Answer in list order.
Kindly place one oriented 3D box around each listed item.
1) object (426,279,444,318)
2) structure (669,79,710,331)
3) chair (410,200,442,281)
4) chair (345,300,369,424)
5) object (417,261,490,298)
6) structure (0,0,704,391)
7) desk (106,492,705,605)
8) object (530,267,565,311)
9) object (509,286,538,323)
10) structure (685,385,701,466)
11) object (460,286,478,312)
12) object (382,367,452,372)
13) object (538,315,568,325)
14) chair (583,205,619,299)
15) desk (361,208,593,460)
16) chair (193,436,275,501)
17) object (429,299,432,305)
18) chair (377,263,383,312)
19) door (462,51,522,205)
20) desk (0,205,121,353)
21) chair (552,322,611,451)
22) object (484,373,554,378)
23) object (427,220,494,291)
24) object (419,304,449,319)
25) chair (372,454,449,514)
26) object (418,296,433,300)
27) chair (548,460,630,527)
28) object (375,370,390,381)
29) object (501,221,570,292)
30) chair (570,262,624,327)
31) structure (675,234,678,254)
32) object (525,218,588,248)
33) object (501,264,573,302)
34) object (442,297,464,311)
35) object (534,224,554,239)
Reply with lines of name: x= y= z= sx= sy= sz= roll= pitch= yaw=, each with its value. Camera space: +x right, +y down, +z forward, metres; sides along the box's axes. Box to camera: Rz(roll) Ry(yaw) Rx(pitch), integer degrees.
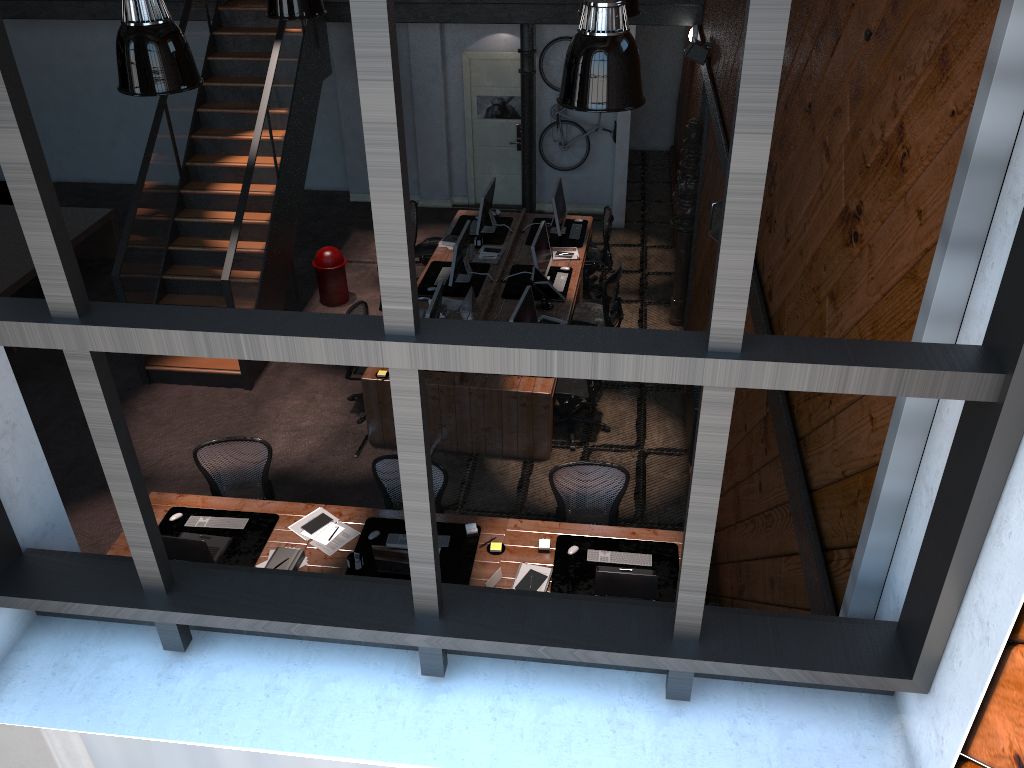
object: x=-0.717 y=-0.579 z=8.367 sx=0.610 sy=0.573 sz=0.714 roll=3 pitch=33 yaw=6
structure: x=2.010 y=-1.926 z=9.766 sx=0.500 sy=2.745 sz=1.003 roll=6 pitch=34 yaw=12
chair: x=-1.010 y=-1.722 z=11.044 sx=0.792 sy=1.085 sz=0.770 roll=-8 pitch=33 yaw=-11
chair: x=-1.300 y=-0.253 z=8.771 sx=0.792 sy=1.085 sz=0.770 roll=-3 pitch=33 yaw=-3
object: x=-0.642 y=-1.160 z=9.771 sx=0.687 sy=0.008 sz=0.848 roll=4 pitch=33 yaw=8
structure: x=-2.814 y=-2.898 z=10.851 sx=10.620 sy=4.603 sz=5.793 roll=3 pitch=33 yaw=7
desk: x=-0.814 y=1.678 z=5.985 sx=4.117 sy=0.840 sz=1.748 roll=3 pitch=33 yaw=7
object: x=0.338 y=-0.963 z=9.087 sx=0.304 sy=0.380 sz=0.417 roll=-12 pitch=34 yaw=-16
object: x=0.133 y=-0.490 z=8.210 sx=0.811 sy=0.578 sz=0.663 roll=-16 pitch=36 yaw=-22
structure: x=1.636 y=0.211 z=8.031 sx=0.073 sy=0.628 sz=1.064 roll=3 pitch=33 yaw=7
object: x=-0.456 y=-0.910 z=9.089 sx=0.165 sy=0.320 sz=0.178 roll=8 pitch=34 yaw=14
object: x=-0.826 y=-0.357 z=8.530 sx=0.687 sy=0.008 sz=0.848 roll=4 pitch=33 yaw=8
object: x=0.319 y=-0.562 z=8.792 sx=0.304 sy=0.017 sz=0.467 roll=17 pitch=37 yaw=26
chair: x=0.927 y=-1.575 z=10.760 sx=0.792 sy=1.085 sz=0.770 roll=-8 pitch=33 yaw=-11
desk: x=-0.172 y=-0.809 z=9.828 sx=1.748 sy=0.840 sz=4.117 roll=5 pitch=33 yaw=9
chair: x=-2.076 y=0.995 z=6.856 sx=0.770 sy=1.085 sz=0.792 roll=-14 pitch=35 yaw=-19
object: x=-0.821 y=-0.830 z=9.181 sx=0.076 sy=0.102 sz=0.034 roll=4 pitch=33 yaw=7
chair: x=-1.119 y=-0.985 z=9.901 sx=0.792 sy=1.085 sz=0.770 roll=3 pitch=33 yaw=6
door: x=-0.178 y=-3.678 z=12.964 sx=1.013 sy=2.268 sz=0.064 roll=3 pitch=33 yaw=7
desk: x=-6.300 y=-1.065 z=10.480 sx=1.650 sy=0.750 sz=3.630 roll=3 pitch=33 yaw=7
chair: x=0.549 y=-0.022 z=8.361 sx=0.792 sy=1.085 sz=0.770 roll=-3 pitch=33 yaw=-3
object: x=0.110 y=-0.303 z=8.421 sx=0.687 sy=0.008 sz=0.848 roll=4 pitch=33 yaw=8
object: x=-0.644 y=-1.368 z=9.593 sx=0.735 sy=0.576 sz=0.654 roll=-21 pitch=38 yaw=-28
object: x=-0.892 y=-0.727 z=9.022 sx=0.478 sy=0.098 sz=0.319 roll=2 pitch=33 yaw=5
chair: x=-0.765 y=1.120 z=6.624 sx=0.770 sy=1.085 sz=0.792 roll=-3 pitch=33 yaw=-3
object: x=-0.941 y=-0.914 z=9.378 sx=0.215 sy=0.031 sz=0.089 roll=3 pitch=33 yaw=7
chair: x=0.591 y=1.152 z=6.538 sx=0.770 sy=1.085 sz=0.792 roll=-8 pitch=33 yaw=-11
object: x=-1.178 y=-0.091 z=8.108 sx=0.158 sy=0.026 sz=0.154 roll=-22 pitch=38 yaw=-29
object: x=0.365 y=-1.348 z=9.536 sx=0.772 sy=0.578 sz=0.642 roll=-22 pitch=38 yaw=-29
chair: x=0.855 y=-0.758 z=9.494 sx=0.792 sy=1.085 sz=0.770 roll=3 pitch=33 yaw=6
structure: x=2.112 y=-1.776 z=11.102 sx=0.073 sy=0.628 sz=1.064 roll=3 pitch=33 yaw=7
object: x=0.554 y=-1.850 z=10.808 sx=0.687 sy=0.008 sz=0.848 roll=4 pitch=33 yaw=8
object: x=0.283 y=-1.106 z=9.662 sx=0.687 sy=0.008 sz=0.848 roll=4 pitch=33 yaw=8
object: x=-0.677 y=-0.843 z=9.284 sx=0.315 sy=0.002 sz=0.246 roll=12 pitch=35 yaw=19
object: x=0.363 y=-1.700 z=10.267 sx=0.229 sy=0.351 sz=0.135 roll=2 pitch=33 yaw=5
